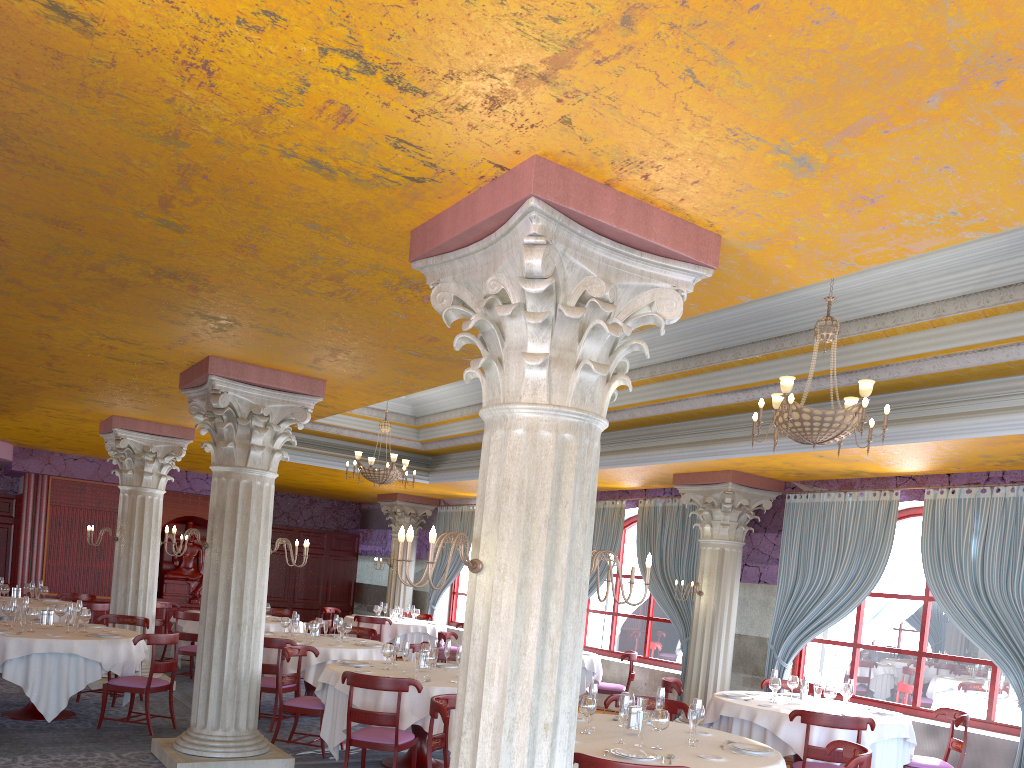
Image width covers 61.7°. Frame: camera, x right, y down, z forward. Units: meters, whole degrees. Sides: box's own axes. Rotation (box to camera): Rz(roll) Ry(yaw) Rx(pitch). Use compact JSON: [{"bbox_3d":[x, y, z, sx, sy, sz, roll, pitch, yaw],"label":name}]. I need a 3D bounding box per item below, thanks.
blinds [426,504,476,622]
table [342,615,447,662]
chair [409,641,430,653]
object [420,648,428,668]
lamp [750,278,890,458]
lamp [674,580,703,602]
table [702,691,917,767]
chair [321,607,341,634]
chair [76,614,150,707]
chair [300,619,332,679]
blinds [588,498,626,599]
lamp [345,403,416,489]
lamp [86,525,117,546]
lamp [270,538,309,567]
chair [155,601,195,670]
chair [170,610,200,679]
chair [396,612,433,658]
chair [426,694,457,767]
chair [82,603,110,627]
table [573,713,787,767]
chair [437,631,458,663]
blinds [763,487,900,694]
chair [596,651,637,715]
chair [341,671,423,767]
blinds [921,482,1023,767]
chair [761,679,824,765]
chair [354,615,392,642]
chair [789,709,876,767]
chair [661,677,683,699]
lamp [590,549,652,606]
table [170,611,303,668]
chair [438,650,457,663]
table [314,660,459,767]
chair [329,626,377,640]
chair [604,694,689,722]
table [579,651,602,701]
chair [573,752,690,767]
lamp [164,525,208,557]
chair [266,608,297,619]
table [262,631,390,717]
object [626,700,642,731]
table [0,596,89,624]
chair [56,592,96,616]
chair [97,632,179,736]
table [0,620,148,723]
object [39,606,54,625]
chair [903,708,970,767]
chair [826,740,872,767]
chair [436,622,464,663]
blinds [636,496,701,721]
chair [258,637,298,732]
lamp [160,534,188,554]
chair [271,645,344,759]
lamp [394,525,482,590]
[{"bbox_3d":[-1.398,4.363,18.647,0.246,3.523,1.689,4,0,-32],"label":"blinds"},{"bbox_3d":[-2.357,5.191,17.075,2.117,0.949,2.098,12,-12,-32],"label":"table"},{"bbox_3d":[-1.429,3.853,11.050,0.643,1.090,0.758,5,-3,12],"label":"chair"},{"bbox_3d":[-0.906,2.813,8.803,0.071,0.211,0.147,6,-2,37],"label":"object"},{"bbox_3d":[2.476,-0.560,6.694,0.955,2.178,0.964,5,0,11],"label":"lamp"},{"bbox_3d":[2.370,2.777,11.476,0.338,0.273,0.390,-1,-10,44],"label":"lamp"},{"bbox_3d":[3.075,3.864,9.028,2.117,0.949,2.098,12,-12,-32],"label":"table"},{"bbox_3d":[-3.546,5.079,17.300,0.643,1.090,0.758,5,-3,12],"label":"chair"},{"bbox_3d":[-4.963,3.442,10.693,0.745,1.092,0.652,5,-2,11],"label":"chair"},{"bbox_3d":[-3.278,4.305,13.791,0.643,1.090,0.758,5,-3,12],"label":"chair"},{"bbox_3d":[1.222,3.724,14.766,0.246,3.523,1.689,4,0,-32],"label":"blinds"},{"bbox_3d":[-1.950,0.521,13.252,0.955,2.178,0.964,5,0,11],"label":"lamp"},{"bbox_3d":[-5.631,2.087,11.725,0.338,0.273,0.390,-1,-10,44],"label":"lamp"},{"bbox_3d":[-2.149,1.625,8.270,0.338,0.273,0.390,-1,-10,44],"label":"lamp"},{"bbox_3d":[-5.673,4.185,14.247,0.643,1.090,0.758,5,-3,12],"label":"chair"},{"bbox_3d":[-4.708,3.949,12.816,0.745,1.092,0.652,5,-2,11],"label":"chair"},{"bbox_3d":[-2.117,5.435,18.275,0.745,1.092,0.652,5,-2,11],"label":"chair"},{"bbox_3d":[-0.328,2.880,6.327,0.643,1.090,0.758,5,-3,12],"label":"chair"},{"bbox_3d":[-6.375,3.787,12.785,0.643,1.090,0.758,5,-3,12],"label":"chair"},{"bbox_3d":[0.861,2.991,6.103,2.117,0.949,2.098,12,-12,-32],"label":"table"},{"bbox_3d":[-0.878,4.428,13.348,0.643,1.090,0.758,5,-3,12],"label":"chair"},{"bbox_3d":[3.902,3.069,10.795,0.246,3.523,1.689,4,0,-32],"label":"blinds"},{"bbox_3d":[1.517,4.547,12.892,0.643,1.090,0.758,5,-3,12],"label":"chair"},{"bbox_3d":[-1.152,3.081,7.548,0.745,1.092,0.652,5,-2,11],"label":"chair"},{"bbox_3d":[5.022,2.796,9.136,0.246,3.523,1.688,4,0,-35],"label":"blinds"},{"bbox_3d":[3.316,4.108,10.227,0.745,1.092,0.652,5,-2,11],"label":"chair"},{"bbox_3d":[-2.580,4.844,15.870,0.745,1.092,0.652,5,-2,11],"label":"chair"},{"bbox_3d":[2.852,3.517,7.822,0.745,1.092,0.652,5,-2,11],"label":"chair"},{"bbox_3d":[1.886,3.753,9.252,0.643,1.090,0.758,5,-3,12],"label":"chair"},{"bbox_3d":[0.507,0.976,4.335,0.338,0.273,0.390,-1,-10,44],"label":"lamp"},{"bbox_3d":[-4.485,4.297,14.022,2.117,0.949,2.098,12,-12,-32],"label":"table"},{"bbox_3d":[-0.688,3.672,9.953,0.745,1.092,0.652,5,-2,11],"label":"chair"},{"bbox_3d":[-0.929,3.429,8.754,2.117,0.949,2.098,12,-12,-32],"label":"table"},{"bbox_3d":[-2.394,4.089,12.481,0.745,1.092,0.652,5,-2,11],"label":"chair"},{"bbox_3d":[1.101,3.235,7.302,0.745,1.092,0.652,5,-2,11],"label":"chair"},{"bbox_3d":[0.310,4.540,13.124,2.117,0.949,2.098,12,-12,-32],"label":"table"},{"bbox_3d":[0.638,2.644,4.897,0.745,1.092,0.652,5,-2,11],"label":"chair"},{"bbox_3d":[-2.994,1.443,7.819,0.338,0.273,0.390,-1,-10,44],"label":"lamp"},{"bbox_3d":[-4.244,4.541,15.221,0.745,1.092,0.652,5,-2,11],"label":"chair"},{"bbox_3d":[-2.635,3.845,11.282,2.117,0.949,2.098,12,-12,-32],"label":"table"},{"bbox_3d":[0.883,2.376,6.151,0.071,0.211,0.147,6,-2,37],"label":"object"},{"bbox_3d":[-7.581,3.779,13.016,2.117,0.949,2.098,12,-12,-32],"label":"table"},{"bbox_3d":[-7.341,4.022,14.215,0.745,1.092,0.652,5,-2,11],"label":"chair"},{"bbox_3d":[-3.998,3.206,9.263,0.643,1.090,0.758,5,-3,12],"label":"chair"},{"bbox_3d":[-5.204,3.198,9.494,2.117,0.949,2.098,12,-12,-32],"label":"table"},{"bbox_3d":[-5.181,2.583,9.543,0.071,0.211,0.147,6,-2,37],"label":"object"},{"bbox_3d":[4.281,3.872,8.796,0.643,1.090,0.758,5,-3,12],"label":"chair"},{"bbox_3d":[2.067,2.999,5.871,0.643,1.090,0.758,5,-3,12],"label":"chair"},{"bbox_3d":[-1.151,5.199,16.844,0.643,1.090,0.758,5,-3,12],"label":"chair"},{"bbox_3d":[2.341,3.450,13.107,0.246,3.523,1.688,4,0,-35],"label":"blinds"},{"bbox_3d":[-2.858,3.498,10.076,0.745,1.092,0.652,5,-2,11],"label":"chair"},{"bbox_3d":[-4.811,2.275,12.214,0.338,0.273,0.390,-1,-10,44],"label":"lamp"},{"bbox_3d":[-2.117,3.317,8.979,0.643,1.090,0.758,5,-3,12],"label":"chair"},{"bbox_3d":[-0.339,0.794,3.884,0.338,0.273,0.390,-1,-10,44],"label":"lamp"}]
